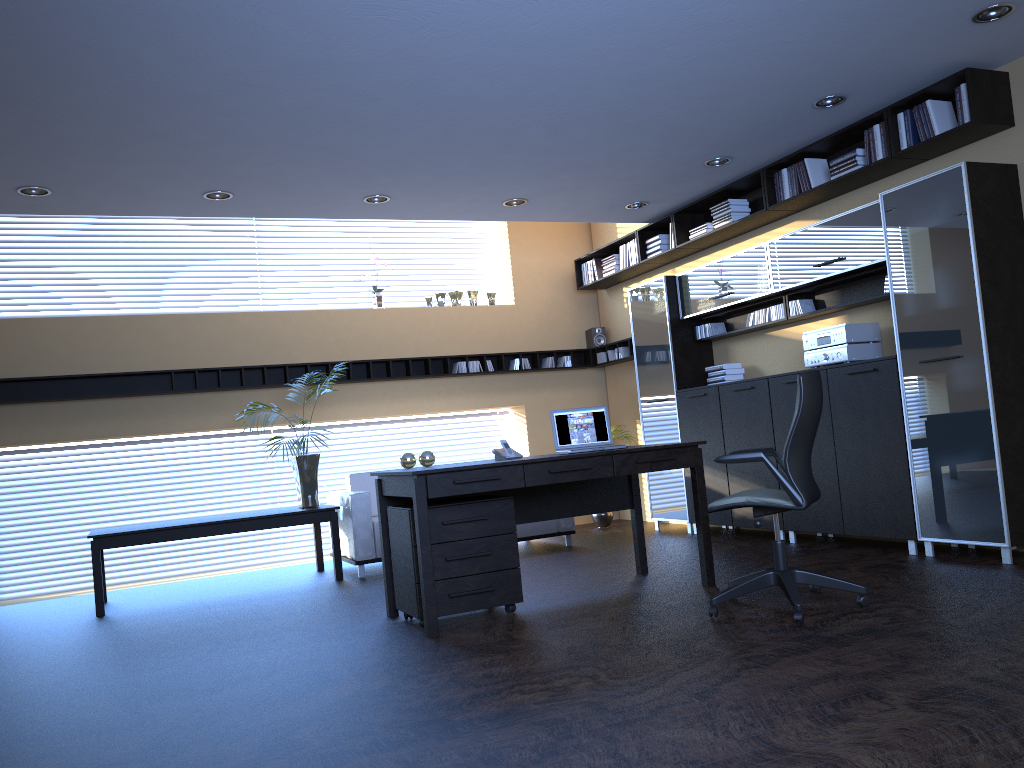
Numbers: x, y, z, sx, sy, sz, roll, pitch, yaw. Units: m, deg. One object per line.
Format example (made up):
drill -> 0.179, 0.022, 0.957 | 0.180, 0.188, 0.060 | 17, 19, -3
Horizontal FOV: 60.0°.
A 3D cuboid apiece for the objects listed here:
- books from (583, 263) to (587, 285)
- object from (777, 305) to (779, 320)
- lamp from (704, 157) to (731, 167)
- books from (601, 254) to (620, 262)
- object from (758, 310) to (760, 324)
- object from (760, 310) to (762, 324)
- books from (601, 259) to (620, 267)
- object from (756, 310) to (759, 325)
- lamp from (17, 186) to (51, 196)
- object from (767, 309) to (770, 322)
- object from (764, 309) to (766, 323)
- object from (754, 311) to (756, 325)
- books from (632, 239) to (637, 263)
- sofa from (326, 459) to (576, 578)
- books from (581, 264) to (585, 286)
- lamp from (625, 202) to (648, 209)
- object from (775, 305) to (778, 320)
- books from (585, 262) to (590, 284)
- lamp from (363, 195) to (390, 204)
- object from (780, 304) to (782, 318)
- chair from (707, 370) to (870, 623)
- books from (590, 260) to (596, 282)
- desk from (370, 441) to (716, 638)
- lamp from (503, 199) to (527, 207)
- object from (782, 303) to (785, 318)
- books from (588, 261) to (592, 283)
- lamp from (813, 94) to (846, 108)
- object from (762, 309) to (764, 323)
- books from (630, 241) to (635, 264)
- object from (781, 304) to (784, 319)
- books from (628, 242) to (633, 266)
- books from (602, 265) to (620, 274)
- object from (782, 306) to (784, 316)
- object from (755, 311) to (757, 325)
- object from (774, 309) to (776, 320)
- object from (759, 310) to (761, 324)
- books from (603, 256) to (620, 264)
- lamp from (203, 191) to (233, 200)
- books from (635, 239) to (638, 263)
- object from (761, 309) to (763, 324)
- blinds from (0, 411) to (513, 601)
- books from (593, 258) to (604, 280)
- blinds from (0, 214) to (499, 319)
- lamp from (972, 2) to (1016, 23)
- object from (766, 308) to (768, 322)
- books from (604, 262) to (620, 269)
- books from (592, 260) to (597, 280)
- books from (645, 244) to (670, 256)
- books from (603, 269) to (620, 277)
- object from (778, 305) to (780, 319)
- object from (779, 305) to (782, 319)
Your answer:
books -> 0.912, -1.229, 9.968 | 0.207, 0.258, 0.050 | -4, -3, -24
object -> 2.234, -0.589, 7.262 | 0.142, 0.120, 0.009 | -4, -3, -24
lamp -> 1.601, -1.779, 6.922 | 0.208, 0.096, 0.209 | -3, -4, -30
books -> 1.112, -1.351, 9.506 | 0.207, 0.028, 0.259 | -4, -4, -24
object -> 2.143, -0.566, 7.482 | 0.142, 0.118, 0.040 | -4, -3, -24
object -> 2.147, -0.568, 7.461 | 0.140, 0.116, 0.036 | -4, -3, -24
books -> 1.108, -1.295, 9.489 | 0.207, 0.028, 0.259 | -4, -4, -23
object -> 2.131, -0.564, 7.499 | 0.142, 0.118, 0.040 | -4, -3, -24
lamp -> -3.284, -1.366, 6.087 | 0.209, 0.096, 0.208 | -4, -4, -24
object -> 2.186, -0.577, 7.380 | 0.142, 0.118, 0.040 | -4, -3, -24
object -> 2.169, -0.573, 7.416 | 0.142, 0.118, 0.040 | -4, -3, -24
object -> 2.117, -0.560, 7.536 | 0.142, 0.118, 0.040 | -4, -3, -24
books -> 1.327, -1.333, 8.987 | 0.207, 0.258, 0.050 | -4, -3, -23
sofa -> -0.579, 1.167, 8.188 | 2.055, 0.847, 1.016 | -4, -4, -24
books -> 0.889, -1.223, 10.014 | 0.207, 0.258, 0.050 | -4, -3, -24
lamp -> 1.123, -1.660, 8.025 | 0.208, 0.096, 0.209 | -5, -4, -6
object -> 2.224, -0.587, 7.280 | 0.142, 0.120, 0.009 | -4, -3, -24
books -> 0.923, -1.233, 9.916 | 0.207, 0.258, 0.050 | -4, -3, -25
lamp -> -1.080, -1.513, 7.056 | 0.209, 0.096, 0.208 | -8, -4, 36
object -> 2.250, -0.593, 7.226 | 0.142, 0.120, 0.009 | -4, -3, -24
chair -> 1.404, 0.560, 4.656 | 0.769, 1.214, 0.832 | -7, -3, 23
books -> 0.972, -1.244, 9.824 | 0.207, 0.258, 0.050 | -4, -3, -24
desk -> 0.202, 0.893, 5.474 | 1.893, 0.889, 0.915 | -4, -3, -24
lamp -> 0.022, -1.586, 7.540 | 0.208, 0.096, 0.209 | -2, -5, -42
object -> 2.260, -0.596, 7.197 | 0.142, 0.120, 0.009 | -4, -3, -24
books -> 0.951, -1.239, 9.871 | 0.207, 0.258, 0.050 | -4, -3, -23
lamp -> 2.080, -1.897, 5.818 | 0.208, 0.096, 0.209 | -3, -4, -30
object -> 2.159, -0.571, 7.434 | 0.140, 0.116, 0.036 | -4, -3, -24
books -> 1.314, -1.329, 9.038 | 0.207, 0.258, 0.050 | -4, -3, -24
object -> 2.255, -0.594, 7.217 | 0.142, 0.120, 0.009 | -4, -3, -23
books -> 1.293, -1.324, 9.086 | 0.207, 0.258, 0.050 | -4, -3, -23
books -> 1.122, -1.226, 9.493 | 0.207, 0.050, 0.259 | -4, -4, -24
object -> 2.263, -0.596, 7.209 | 0.142, 0.120, 0.009 | -4, -3, -24
object -> 2.125, -0.562, 7.517 | 0.140, 0.116, 0.036 | -4, -3, -24
object -> 2.217, -0.585, 7.298 | 0.140, 0.118, 0.006 | -4, -3, -24
object -> 2.149, -0.567, 7.474 | 0.142, 0.118, 0.040 | -4, -3, -23
books -> 1.124, -1.325, 9.486 | 0.207, 0.028, 0.259 | -4, -4, -24
lamp -> -2.182, -1.439, 6.572 | 0.209, 0.096, 0.208 | -8, -4, 36
books -> 1.348, -1.338, 8.940 | 0.207, 0.258, 0.050 | -4, -3, -24
object -> 2.154, -0.570, 7.443 | 0.142, 0.118, 0.040 | -4, -3, -24
blinds -> -2.433, 1.150, 9.140 | 5.387, 1.366, 0.047 | -4, -3, -24
books -> 1.008, -1.253, 9.736 | 0.207, 0.259, 0.075 | -4, -3, -24
blinds -> -2.678, -1.410, 9.243 | 5.387, 1.459, 0.039 | -4, -3, -24
lamp -> 2.558, -2.016, 4.715 | 0.208, 0.096, 0.209 | -5, -4, -6
object -> 2.180, -0.576, 7.388 | 0.140, 0.116, 0.036 | -4, -3, -24
books -> 1.133, -1.269, 9.487 | 0.207, 0.028, 0.259 | -4, -4, -24
books -> 1.000, -1.250, 9.767 | 0.207, 0.259, 0.075 | -4, -3, -24
books -> 1.463, -1.312, 8.688 | 0.207, 0.050, 0.259 | -4, -4, -24
books -> 1.126, -1.176, 9.479 | 0.207, 0.050, 0.259 | -4, -4, -23
object -> 2.240, -0.591, 7.254 | 0.142, 0.120, 0.009 | -4, -3, -24
object -> 2.248, -0.592, 7.247 | 0.142, 0.120, 0.009 | -4, -3, -24
